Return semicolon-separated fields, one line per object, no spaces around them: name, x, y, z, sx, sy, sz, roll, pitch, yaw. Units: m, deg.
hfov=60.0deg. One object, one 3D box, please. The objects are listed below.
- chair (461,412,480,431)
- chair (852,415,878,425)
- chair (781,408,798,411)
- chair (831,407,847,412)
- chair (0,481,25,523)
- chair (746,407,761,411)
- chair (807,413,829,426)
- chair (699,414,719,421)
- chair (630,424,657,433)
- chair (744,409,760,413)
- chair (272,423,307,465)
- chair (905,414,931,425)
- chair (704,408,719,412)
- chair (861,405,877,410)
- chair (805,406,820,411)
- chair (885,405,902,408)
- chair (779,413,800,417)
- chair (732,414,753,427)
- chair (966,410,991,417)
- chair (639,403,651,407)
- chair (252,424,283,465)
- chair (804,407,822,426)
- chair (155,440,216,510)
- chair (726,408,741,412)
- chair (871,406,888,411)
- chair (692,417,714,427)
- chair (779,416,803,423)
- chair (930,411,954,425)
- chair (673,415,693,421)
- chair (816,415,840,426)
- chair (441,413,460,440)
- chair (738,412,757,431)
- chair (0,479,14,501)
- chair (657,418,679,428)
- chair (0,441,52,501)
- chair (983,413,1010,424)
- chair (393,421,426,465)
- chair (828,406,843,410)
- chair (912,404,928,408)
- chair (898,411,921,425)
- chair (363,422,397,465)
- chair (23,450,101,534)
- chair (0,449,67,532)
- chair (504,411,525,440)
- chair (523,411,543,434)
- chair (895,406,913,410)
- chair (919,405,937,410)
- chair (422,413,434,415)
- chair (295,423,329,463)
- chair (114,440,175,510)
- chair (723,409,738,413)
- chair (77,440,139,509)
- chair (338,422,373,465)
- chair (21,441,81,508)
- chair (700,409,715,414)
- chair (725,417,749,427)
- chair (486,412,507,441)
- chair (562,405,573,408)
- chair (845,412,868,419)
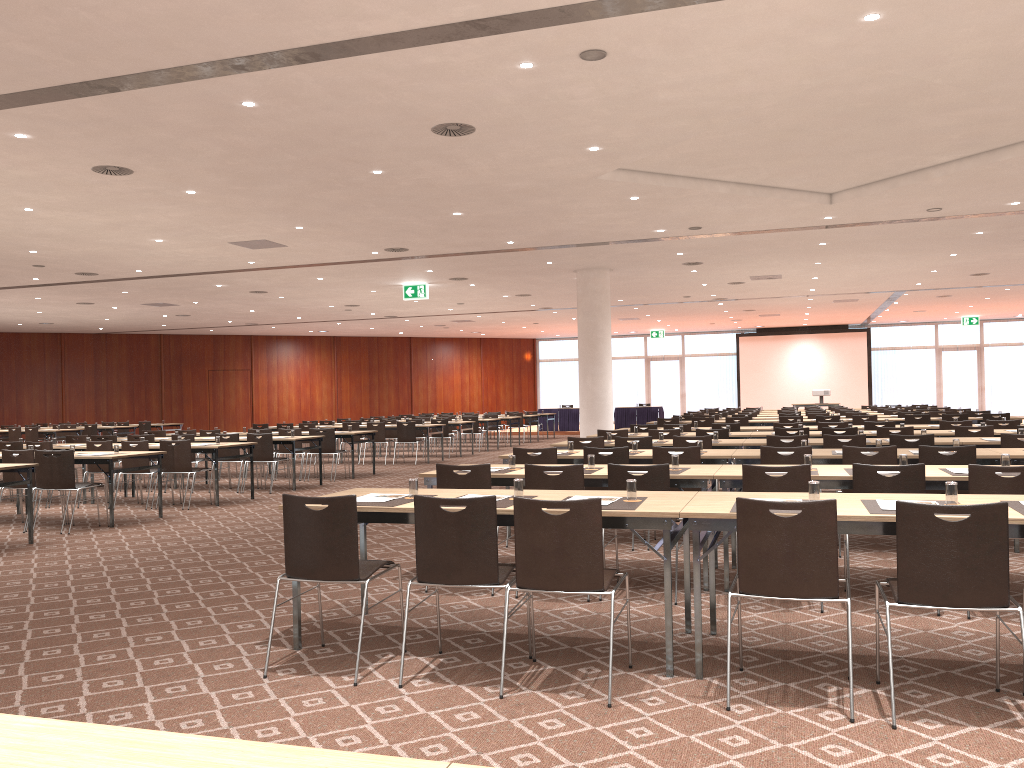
chair;-1.410;1.410;29.660;0.536;0.939;0.614;-1;0;16
chair;6.591;1.042;16.563;0.536;0.939;0.614;-1;0;19
chair;7.735;1.132;24.671;0.536;0.939;0.613;-1;0;20
chair;8.949;1.098;24.208;0.536;0.939;0.614;-1;0;20
chair;-6.389;1.253;10.767;0.536;0.939;0.614;-1;0;17
chair;7.314;1.172;26.819;0.535;0.939;0.614;-1;0;15
chair;6.475;1.076;18.733;0.535;0.939;0.614;-1;0;16
chair;4.332;1.133;19.370;0.536;0.939;0.614;-1;0;20
chair;2.162;1.110;14.324;0.535;0.939;0.614;-1;0;17
chair;6.760;1.158;24.933;0.536;0.939;0.614;-1;0;20
chair;-5.087;1.359;20.271;0.535;0.939;0.614;-1;0;19
chair;7.451;1.019;16.330;0.535;0.939;0.614;-1;0;16
chair;6.157;1.204;27.219;0.536;0.939;0.614;-1;0;20
chair;10.407;1.088;25.846;0.536;0.939;0.614;-1;0;16
chair;8.915;1.129;26.316;0.535;0.939;0.614;-1;0;17
chair;11.053;1.072;25.724;0.535;0.939;0.614;-1;0;16
chair;5.916;1.090;18.872;0.536;0.939;0.614;-1;0;17
chair;5.011;1.116;19.237;0.536;0.939;0.614;-1;0;19
chair;9.345;0.997;17.794;0.535;0.939;0.614;-1;0;19
chair;4.803;1.179;32.282;0.535;0.939;0.614;-1;0;20
chair;-5.671;1.374;20.370;0.536;0.939;0.614;-1;0;20
chair;8.339;1.115;24.436;0.536;0.939;0.614;-1;0;20
chair;-4.521;1.232;12.276;0.535;0.939;0.614;-1;0;17
chair;6.784;1.188;27.066;0.536;0.939;0.614;-1;0;18
chair;9.936;1.072;23.979;0.536;0.939;0.614;-1;0;19
chair;3.798;1.119;17.522;0.536;0.939;0.614;-1;0;18
chair;5.357;1.076;16.988;0.536;0.939;0.614;-1;0;18
chair;8.718;1.015;18.028;0.535;0.939;0.614;-1;0;17
chair;3.803;1.148;19.573;0.536;0.939;0.614;-1;0;18
chair;5.999;1.059;16.830;0.536;0.939;0.614;-1;0;17
chair;-2.111;1.428;29.818;0.535;0.939;0.614;-1;0;16
chair;5.604;1.129;21.067;0.535;0.939;0.614;-1;0;15
chair;-7.946;1.324;13.308;0.536;0.939;0.614;-1;0;18
chair;3.149;1.136;17.682;0.536;0.939;0.614;-1;0;19
chair;-7.286;1.307;13.146;0.535;0.939;0.614;-1;0;16
chair;8.708;0.986;15.978;0.536;0.939;0.614;-1;0;20
chair;-2.242;1.282;19.377;0.535;0.939;0.614;-1;0;16
chair;9.580;1.112;26.187;0.536;0.939;0.614;-1;0;20
chair;11.698;1.053;25.440;0.536;0.939;0.614;-1;0;20
chair;8.128;1.030;18.177;0.535;0.939;0.614;-1;0;16
chair;-2.913;1.299;19.503;0.535;0.939;0.614;-1;0;16
chair;-5.217;1.219;10.276;0.536;0.939;0.614;-1;0;16
chair;-5.734;1.234;10.516;0.536;0.939;0.614;-1;0;17
chair;0.082;1.368;29.129;0.536;0.939;0.614;-1;0;20
chair;0.677;1.351;28.856;0.536;0.939;0.614;-1;0;18
chair;10.484;1.056;23.726;0.536;0.939;0.614;-1;0;18
chair;11.058;1.041;23.582;0.535;0.939;0.614;-1;0;17
chair;-2.769;1.444;29.940;0.535;0.939;0.613;-1;0;15
chair;-4.525;1.342;20.009;0.536;0.939;0.614;-1;0;19
chair;-5.128;1.247;12.345;0.535;0.939;0.614;-1;0;16
chair;6.196;1.172;25.074;0.535;0.939;0.614;-1;0;16
chair;-5.748;1.265;12.617;0.535;0.939;0.614;-1;0;17
chair;-3.513;1.317;19.839;0.536;0.939;0.614;-1;0;20
chair;-6.700;1.289;12.839;0.535;0.939;0.614;-1;0;15
chair;5.602;1.190;25.341;0.535;0.939;0.614;-1;0;15
chair;4.397;1.102;17.253;0.536;0.939;0.614;-1;0;18
chair;-0.522;1.384;29.233;0.535;0.939;0.614;-1;0;16
chair;2.038;1.254;33.152;0.536;0.939;0.614;-1;0;20
chair;7.200;1.057;18.549;0.535;0.939;0.614;-1;0;15
